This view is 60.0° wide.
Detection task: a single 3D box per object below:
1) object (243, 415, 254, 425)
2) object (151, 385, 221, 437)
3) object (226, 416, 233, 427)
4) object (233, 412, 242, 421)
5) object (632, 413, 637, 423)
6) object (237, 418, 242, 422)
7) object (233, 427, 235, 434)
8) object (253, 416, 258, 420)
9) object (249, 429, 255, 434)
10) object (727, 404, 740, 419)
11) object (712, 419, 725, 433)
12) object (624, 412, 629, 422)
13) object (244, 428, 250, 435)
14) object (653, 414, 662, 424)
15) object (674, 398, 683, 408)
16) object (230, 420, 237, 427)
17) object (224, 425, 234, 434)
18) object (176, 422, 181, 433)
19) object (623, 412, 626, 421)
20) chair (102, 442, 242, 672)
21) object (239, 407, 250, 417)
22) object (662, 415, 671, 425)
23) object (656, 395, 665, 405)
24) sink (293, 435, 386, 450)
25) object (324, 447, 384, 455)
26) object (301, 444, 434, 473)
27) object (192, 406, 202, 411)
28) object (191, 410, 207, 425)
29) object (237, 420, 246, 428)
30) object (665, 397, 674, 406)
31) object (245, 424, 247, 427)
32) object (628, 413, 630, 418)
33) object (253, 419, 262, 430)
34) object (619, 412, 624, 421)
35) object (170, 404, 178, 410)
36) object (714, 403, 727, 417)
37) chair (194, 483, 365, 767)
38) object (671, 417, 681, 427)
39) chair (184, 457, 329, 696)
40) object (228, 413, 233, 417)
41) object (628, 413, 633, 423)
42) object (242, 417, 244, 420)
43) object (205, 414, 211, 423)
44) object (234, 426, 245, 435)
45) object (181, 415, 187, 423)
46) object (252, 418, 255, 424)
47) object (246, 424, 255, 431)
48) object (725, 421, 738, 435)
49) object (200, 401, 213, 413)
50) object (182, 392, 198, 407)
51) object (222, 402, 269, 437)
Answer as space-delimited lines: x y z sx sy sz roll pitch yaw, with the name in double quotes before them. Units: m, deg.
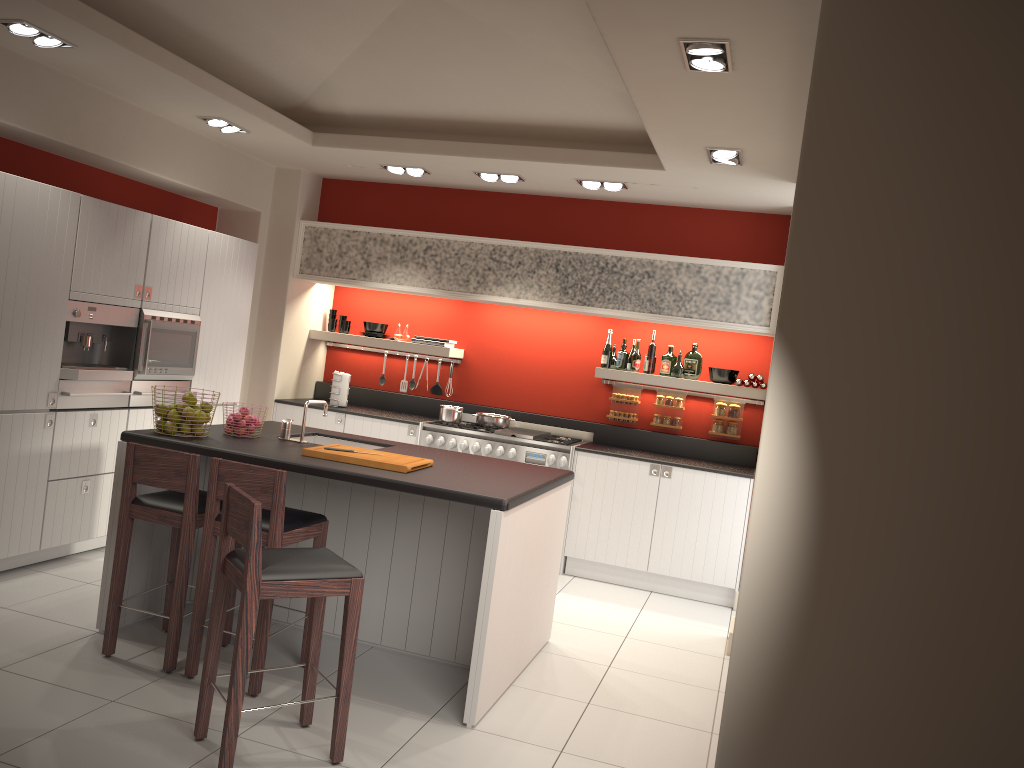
"object" -1.440 0.195 4.853 0.051 0.055 0.056 9 2 30
"object" -1.705 0.142 4.607 0.341 0.232 0.341 6 2 -41
"object" -1.535 0.207 4.857 0.059 0.059 0.060 8 2 28
"object" -1.491 0.178 4.811 0.048 0.046 0.048 7 2 -28
"object" 1.038 0.289 7.533 0.034 0.078 0.034 9 2 37
"object" -1.497 0.188 4.851 0.041 0.039 0.041 9 2 32
"object" -1.521 0.251 4.893 0.050 0.049 0.049 7 2 -18
"object" -1.449 0.204 4.960 0.056 0.050 0.055 6 2 -36
"object" -1.461 0.257 4.954 0.050 0.049 0.049 7 2 -18
"object" 1.825 0.228 7.287 0.093 0.120 0.094 9 2 37
"object" 1.705 0.349 7.321 0.093 0.120 0.094 9 2 37
"object" 0.968 0.280 7.513 0.034 0.078 0.034 9 2 37
"object" -1.467 0.264 4.892 0.040 0.039 0.039 7 2 -25
"object" 1.225 0.297 7.463 0.068 0.088 0.068 9 2 37
"object" 1.394 0.160 7.416 0.068 0.088 0.068 9 2 37
"object" -1.514 0.213 4.820 0.041 0.041 0.040 6 2 -37
"object" -1.550 0.249 4.858 0.050 0.049 0.049 7 2 -18
"object" -1.736 0.227 4.629 0.055 0.054 0.053 8 2 20
"object" 0.964 0.278 7.555 0.034 0.078 0.034 9 2 37
"chair" -1.620 0.800 4.338 0.383 1.008 0.474 8 2 16
"object" -1.469 0.154 4.870 0.056 0.058 0.056 7 2 -29
"object" 1.299 0.308 7.442 0.068 0.088 0.068 9 2 37
"object" 1.246 0.138 7.459 0.068 0.088 0.068 9 2 37
"sink" -1.045 0.480 5.171 0.567 0.258 0.516 8 2 16
"object" -0.807 0.343 4.533 0.302 0.010 0.035 7 2 -14
"object" -0.731 0.376 4.534 0.570 0.033 0.372 8 2 14
"object" -1.646 0.138 4.626 0.056 0.054 0.057 7 2 -13
"object" -1.622 0.176 4.587 0.082 0.082 0.082 7 2 -17
"object" -1.469 0.216 4.816 0.048 0.046 0.048 7 2 -25
"object" 1.320 0.149 7.437 0.068 0.088 0.068 9 2 37
"object" -1.489 0.215 4.927 0.055 0.056 0.055 8 2 26
"object" 1.001 0.284 7.544 0.034 0.078 0.034 9 2 37
"object" -1.417 0.225 4.926 0.055 0.056 0.055 8 2 26
"object" 0.931 0.275 7.524 0.034 0.078 0.034 9 2 37
"object" -1.757 0.132 4.625 0.057 0.061 0.062 9 2 31
"object" 1.723 0.214 7.317 0.093 0.120 0.094 9 2 37
"chair" -0.890 0.926 3.458 0.474 1.008 0.383 6 2 -34
"object" 1.373 0.318 7.420 0.068 0.088 0.068 9 2 37
"chair" -1.181 0.862 4.211 0.383 1.008 0.474 8 2 18
"object" -1.543 0.187 4.900 0.049 0.049 0.048 8 2 23
"object" 1.006 0.286 7.502 0.034 0.078 0.034 9 2 37
"object" -1.498 0.180 4.904 0.041 0.044 0.045 7 2 -14
"object" -1.607 0.178 4.645 0.057 0.057 0.055 8 2 8
"object" -1.488 0.252 4.845 0.062 0.057 0.061 8 2 16
"object" -1.737 0.183 4.677 0.064 0.060 0.064 8 2 11
"object" -1.442 0.200 4.908 0.041 0.044 0.045 7 2 -14
"object" -1.434 0.239 4.870 0.046 0.043 0.046 6 2 -34
"object" 1.807 0.364 7.291 0.093 0.120 0.094 9 2 37
"object" -1.610 0.124 4.669 0.067 0.064 0.067 8 2 17
"object" -1.682 0.081 4.628 0.078 0.080 0.078 8 2 16
"object" -1.479 0.198 4.891 0.248 0.168 0.248 8 2 4
